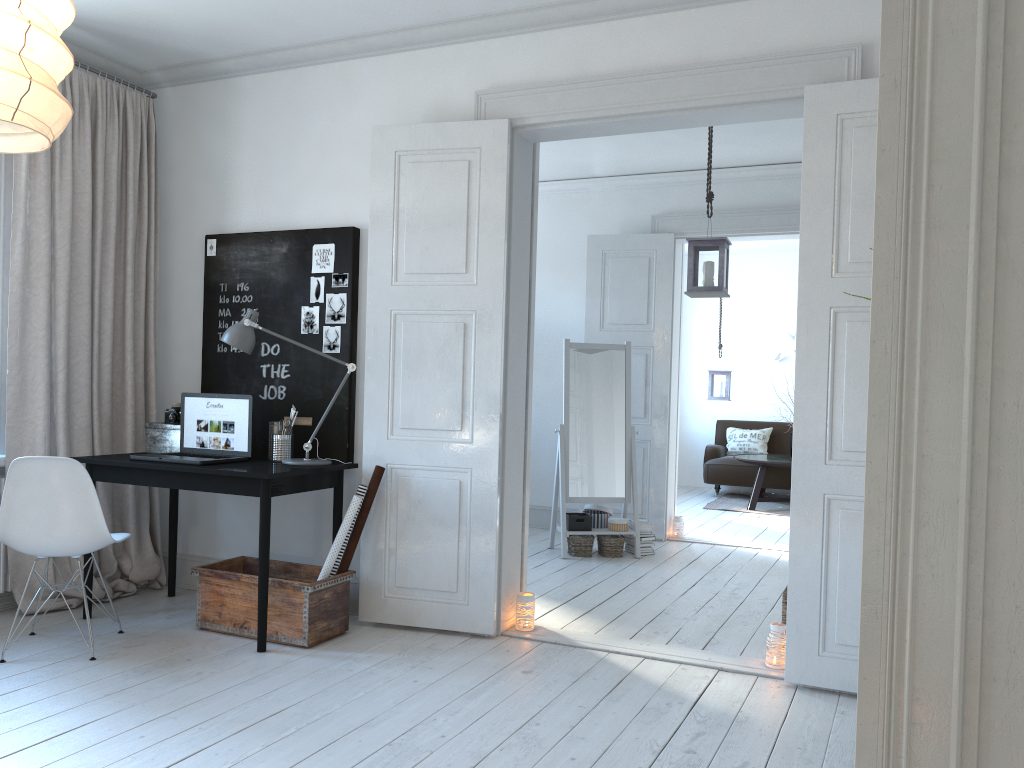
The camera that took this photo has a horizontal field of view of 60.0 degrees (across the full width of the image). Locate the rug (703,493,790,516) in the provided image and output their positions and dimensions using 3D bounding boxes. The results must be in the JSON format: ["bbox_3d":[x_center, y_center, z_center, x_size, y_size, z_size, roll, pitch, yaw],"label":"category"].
[{"bbox_3d":[2.914,1.236,9.035,1.710,0.055,1.456,2,0,25],"label":"rug"}]

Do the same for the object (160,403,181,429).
[{"bbox_3d":[-1.742,0.161,4.504,0.056,0.130,0.167,2,0,23],"label":"object"}]

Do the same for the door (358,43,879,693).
[{"bbox_3d":[0.608,-0.074,3.897,2.598,2.506,0.577,2,1,24],"label":"door"}]

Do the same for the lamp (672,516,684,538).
[{"bbox_3d":[1.297,1.114,6.921,0.089,0.166,0.089,2,1,23],"label":"lamp"}]

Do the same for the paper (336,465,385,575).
[{"bbox_3d":[-0.736,0.746,4.062,0.297,0.747,0.048,1,1,-21],"label":"paper"}]

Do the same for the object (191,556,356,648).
[{"bbox_3d":[-1.090,0.986,4.047,0.664,0.282,0.339,2,0,24],"label":"object"}]

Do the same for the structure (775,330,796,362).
[{"bbox_3d":[3.529,-0.482,10.101,1.025,0.478,0.085,2,1,24],"label":"structure"}]

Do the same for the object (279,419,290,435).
[{"bbox_3d":[-1.110,0.266,4.274,0.050,0.198,0.081,1,1,-41],"label":"object"}]

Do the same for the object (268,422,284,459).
[{"bbox_3d":[-1.158,0.281,4.362,0.079,0.188,0.079,2,1,3],"label":"object"}]

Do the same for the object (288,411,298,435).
[{"bbox_3d":[-1.068,0.249,4.243,0.084,0.240,0.009,2,1,1],"label":"object"}]

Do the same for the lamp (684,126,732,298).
[{"bbox_3d":[1.158,-1.392,5.122,0.228,1.762,0.228,2,1,21],"label":"lamp"}]

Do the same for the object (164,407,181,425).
[{"bbox_3d":[-1.684,0.157,4.403,0.137,0.087,0.073,2,0,24],"label":"object"}]

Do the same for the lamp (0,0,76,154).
[{"bbox_3d":[-0.997,-1.083,1.659,0.340,1.231,0.338,1,1,-34],"label":"lamp"}]

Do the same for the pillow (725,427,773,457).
[{"bbox_3d":[2.687,0.669,10.093,0.519,0.367,0.239,2,1,24],"label":"pillow"}]

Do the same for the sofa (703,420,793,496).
[{"bbox_3d":[3.245,0.851,9.722,2.164,0.825,0.969,2,0,24],"label":"sofa"}]

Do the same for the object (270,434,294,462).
[{"bbox_3d":[-1.106,0.306,4.260,0.108,0.128,0.108,2,1,39],"label":"object"}]

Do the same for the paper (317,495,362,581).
[{"bbox_3d":[-0.816,0.803,3.956,0.283,0.627,0.041,2,1,3],"label":"paper"}]

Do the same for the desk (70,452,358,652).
[{"bbox_3d":[-1.408,0.740,4.191,1.159,0.759,0.651,2,0,24],"label":"desk"}]

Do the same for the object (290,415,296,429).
[{"bbox_3d":[-1.076,0.258,4.253,0.082,0.222,0.009,1,1,-36],"label":"object"}]

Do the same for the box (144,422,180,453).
[{"bbox_3d":[-1.704,0.277,4.513,0.317,0.152,0.193,2,0,24],"label":"box"}]

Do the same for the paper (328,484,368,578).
[{"bbox_3d":[-0.791,0.786,4.009,0.266,0.669,0.043,1,1,-21],"label":"paper"}]

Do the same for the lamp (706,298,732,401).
[{"bbox_3d":[2.213,-0.705,9.355,0.228,1.762,0.228,2,1,21],"label":"lamp"}]

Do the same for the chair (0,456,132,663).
[{"bbox_3d":[-1.870,0.691,3.698,0.474,0.824,0.554,2,1,-11],"label":"chair"}]

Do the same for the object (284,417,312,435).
[{"bbox_3d":[-1.041,0.265,4.290,0.138,0.209,0.034,2,1,4],"label":"object"}]

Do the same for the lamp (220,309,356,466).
[{"bbox_3d":[-1.046,0.015,4.160,0.617,0.716,0.230,2,1,-5],"label":"lamp"}]

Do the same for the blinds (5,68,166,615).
[{"bbox_3d":[-2.076,-0.226,4.422,0.225,2.648,0.831,2,1,24],"label":"blinds"}]

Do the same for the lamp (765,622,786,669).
[{"bbox_3d":[1.108,1.092,3.698,0.093,0.180,0.093,2,1,7],"label":"lamp"}]

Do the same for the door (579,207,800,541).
[{"bbox_3d":[1.850,-0.027,6.644,2.598,2.506,0.577,2,1,24],"label":"door"}]

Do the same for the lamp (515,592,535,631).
[{"bbox_3d":[0.062,1.067,4.158,0.089,0.166,0.089,2,1,17],"label":"lamp"}]

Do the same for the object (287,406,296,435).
[{"bbox_3d":[-1.074,0.236,4.262,0.062,0.264,0.012,1,1,-23],"label":"object"}]

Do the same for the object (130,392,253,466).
[{"bbox_3d":[-1.493,0.202,4.134,0.445,0.315,0.325,2,0,24],"label":"object"}]

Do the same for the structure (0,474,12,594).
[{"bbox_3d":[-2.685,0.701,3.725,0.195,0.547,1.506,2,0,24],"label":"structure"}]
